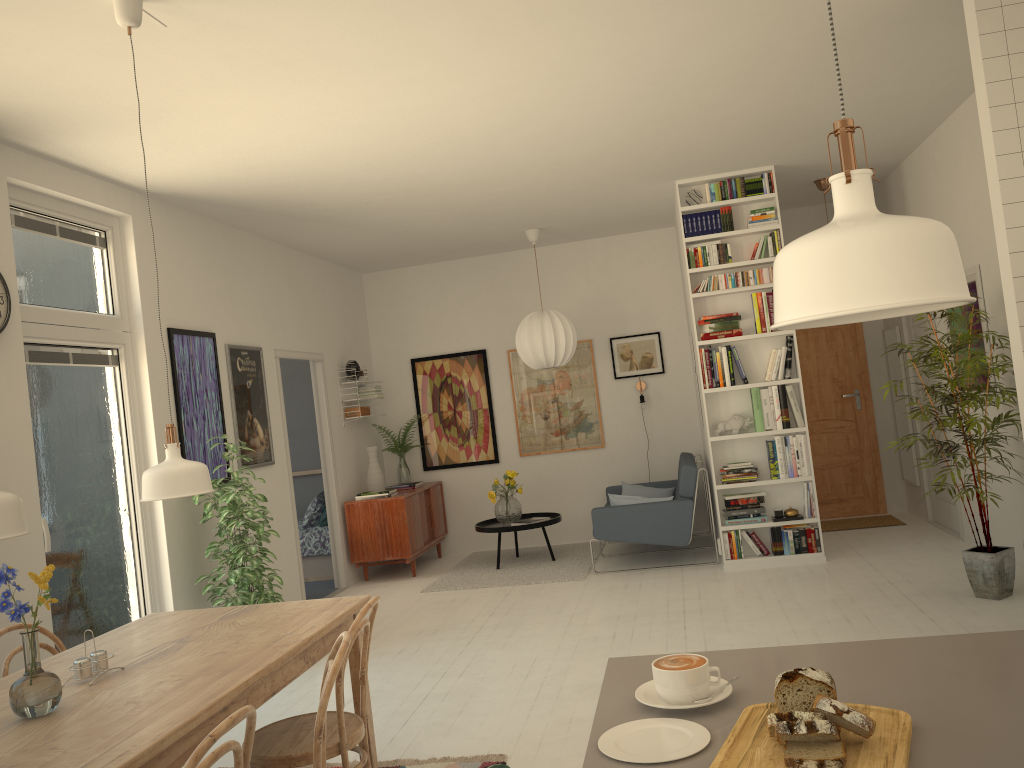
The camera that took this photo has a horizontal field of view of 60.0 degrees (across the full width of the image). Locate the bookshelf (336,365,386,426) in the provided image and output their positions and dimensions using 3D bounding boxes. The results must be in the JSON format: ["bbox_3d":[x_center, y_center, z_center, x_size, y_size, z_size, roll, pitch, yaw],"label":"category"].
[{"bbox_3d":[-1.403,0.095,8.339,0.184,0.565,0.695,-7,-2,10],"label":"bookshelf"}]

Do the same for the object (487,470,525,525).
[{"bbox_3d":[-0.055,0.999,7.814,0.361,0.471,0.291,-5,-2,-41],"label":"object"}]

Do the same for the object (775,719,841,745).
[{"bbox_3d":[0.392,0.462,1.176,0.083,0.055,0.073,-7,-2,17],"label":"object"}]

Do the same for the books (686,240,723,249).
[{"bbox_3d":[1.450,-1.035,6.662,0.255,0.022,0.189,-7,-1,20],"label":"books"}]

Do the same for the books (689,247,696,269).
[{"bbox_3d":[1.354,-0.932,6.667,0.034,0.162,0.197,-7,-2,10],"label":"books"}]

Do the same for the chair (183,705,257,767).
[{"bbox_3d":[-0.748,1.107,1.849,0.483,0.811,0.385,-7,-2,13],"label":"chair"}]

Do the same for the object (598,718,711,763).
[{"bbox_3d":[0.211,0.531,1.321,0.167,0.005,0.167,-7,-1,6],"label":"object"}]

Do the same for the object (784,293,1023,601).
[{"bbox_3d":[2.460,0.374,5.562,0.778,1.712,2.087,-7,-2,-9],"label":"object"}]

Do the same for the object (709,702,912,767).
[{"bbox_3d":[0.413,0.497,1.212,0.237,0.019,0.306,-8,-2,27],"label":"object"}]

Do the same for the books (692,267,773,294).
[{"bbox_3d":[1.677,-0.762,6.620,0.664,0.110,0.278,-7,-1,10],"label":"books"}]

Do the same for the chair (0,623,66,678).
[{"bbox_3d":[-1.498,1.227,3.074,0.483,0.811,0.385,-7,-2,13],"label":"chair"}]

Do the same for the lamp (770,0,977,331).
[{"bbox_3d":[0.340,-0.820,1.089,0.229,1.491,0.229,-7,-2,11],"label":"lamp"}]

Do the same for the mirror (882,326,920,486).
[{"bbox_3d":[3.416,0.185,7.795,0.029,1.371,0.500,-7,-2,10],"label":"mirror"}]

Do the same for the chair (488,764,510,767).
[{"bbox_3d":[0.160,1.032,1.412,0.446,0.752,0.485,-7,-2,10],"label":"chair"}]

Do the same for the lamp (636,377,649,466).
[{"bbox_3d":[1.169,0.654,8.447,0.360,1.416,0.112,-7,-2,10],"label":"lamp"}]

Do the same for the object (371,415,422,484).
[{"bbox_3d":[-1.068,0.659,8.712,0.476,0.686,0.398,-7,-2,12],"label":"object"}]

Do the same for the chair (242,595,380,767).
[{"bbox_3d":[-0.625,1.116,2.855,0.483,0.811,0.385,-7,-2,8],"label":"chair"}]

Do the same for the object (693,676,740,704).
[{"bbox_3d":[0.340,0.503,1.451,0.132,0.011,0.027,-6,-2,-41],"label":"object"}]

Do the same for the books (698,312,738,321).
[{"bbox_3d":[1.539,-0.498,6.646,0.266,0.026,0.203,-7,-1,0],"label":"books"}]

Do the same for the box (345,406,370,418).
[{"bbox_3d":[-1.420,0.258,8.159,0.152,0.084,0.266,-7,-1,10],"label":"box"}]

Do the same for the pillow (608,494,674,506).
[{"bbox_3d":[1.008,0.998,6.928,0.533,0.353,0.141,-7,-2,10],"label":"pillow"}]

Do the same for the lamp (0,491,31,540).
[{"bbox_3d":[-1.347,-0.425,2.092,0.230,1.596,0.229,-6,-2,-34],"label":"lamp"}]

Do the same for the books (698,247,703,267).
[{"bbox_3d":[1.411,-0.937,6.654,0.023,0.152,0.199,-7,-2,10],"label":"books"}]

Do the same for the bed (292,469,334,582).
[{"bbox_3d":[-2.296,1.390,8.646,1.655,0.974,0.933,-7,-2,10],"label":"bed"}]

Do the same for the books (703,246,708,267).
[{"bbox_3d":[1.451,-0.943,6.663,0.024,0.155,0.188,-7,-2,10],"label":"books"}]

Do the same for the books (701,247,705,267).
[{"bbox_3d":[1.432,-0.938,6.665,0.013,0.149,0.208,-7,-2,10],"label":"books"}]

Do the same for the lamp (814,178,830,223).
[{"bbox_3d":[2.556,-1.272,7.159,0.275,0.768,0.275,-7,-2,5],"label":"lamp"}]

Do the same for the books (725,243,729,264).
[{"bbox_3d":[1.602,-0.963,6.624,0.016,0.158,0.146,-7,-2,10],"label":"books"}]

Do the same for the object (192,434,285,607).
[{"bbox_3d":[-1.626,1.005,5.284,0.514,1.424,0.568,-6,-2,-37],"label":"object"}]

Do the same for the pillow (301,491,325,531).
[{"bbox_3d":[-1.841,1.183,8.388,0.237,0.338,0.437,-7,-2,8],"label":"pillow"}]

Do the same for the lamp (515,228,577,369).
[{"bbox_3d":[0.253,-0.748,7.762,0.535,1.229,0.536,-9,-2,44],"label":"lamp"}]

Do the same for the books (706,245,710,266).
[{"bbox_3d":[1.466,-0.944,6.644,0.012,0.155,0.208,-7,-2,10],"label":"books"}]

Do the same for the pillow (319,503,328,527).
[{"bbox_3d":[-1.649,1.176,8.568,0.237,0.385,0.767,-7,-1,8],"label":"pillow"}]

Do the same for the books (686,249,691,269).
[{"bbox_3d":[1.331,-0.927,6.695,0.019,0.156,0.205,-7,-2,10],"label":"books"}]

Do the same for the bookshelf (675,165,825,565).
[{"bbox_3d":[1.756,-0.114,6.603,0.710,2.901,0.249,-7,-2,10],"label":"bookshelf"}]

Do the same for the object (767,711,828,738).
[{"bbox_3d":[0.389,0.462,1.204,0.083,0.057,0.072,-7,-2,16],"label":"object"}]

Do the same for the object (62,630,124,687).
[{"bbox_3d":[-1.202,0.771,2.532,0.095,0.138,0.155,-7,-2,10],"label":"object"}]

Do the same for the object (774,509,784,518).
[{"bbox_3d":[1.958,0.952,6.510,0.058,0.055,0.058,-7,-2,10],"label":"object"}]

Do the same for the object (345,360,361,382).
[{"bbox_3d":[-1.453,-0.120,8.101,0.139,0.200,0.139,-6,-2,-36],"label":"object"}]

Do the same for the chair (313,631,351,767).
[{"bbox_3d":[-0.624,1.104,2.344,0.483,0.811,0.385,-7,-2,-7],"label":"chair"}]

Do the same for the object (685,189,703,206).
[{"bbox_3d":[1.359,-1.388,6.624,0.131,0.131,0.131,-7,-2,6],"label":"object"}]

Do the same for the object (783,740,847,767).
[{"bbox_3d":[0.391,0.481,1.145,0.077,0.017,0.068,-7,-1,18],"label":"object"}]

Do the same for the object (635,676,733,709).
[{"bbox_3d":[0.286,0.518,1.474,0.160,0.020,0.160,-6,-2,-24],"label":"object"}]

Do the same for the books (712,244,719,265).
[{"bbox_3d":[1.519,-0.950,6.644,0.035,0.158,0.199,-7,-2,10],"label":"books"}]

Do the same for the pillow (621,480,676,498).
[{"bbox_3d":[1.242,1.011,8.183,0.539,0.277,0.157,-7,-2,12],"label":"pillow"}]

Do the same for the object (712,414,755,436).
[{"bbox_3d":[1.640,0.297,6.575,0.311,0.150,0.137,-7,-2,18],"label":"object"}]

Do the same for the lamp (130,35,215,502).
[{"bbox_3d":[-1.193,-0.423,2.938,0.230,1.596,0.229,-5,-3,-45],"label":"lamp"}]

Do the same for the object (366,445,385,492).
[{"bbox_3d":[-1.254,0.789,8.094,0.158,0.445,0.160,-5,-2,-40],"label":"object"}]

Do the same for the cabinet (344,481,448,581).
[{"bbox_3d":[-1.034,1.356,8.247,0.546,0.727,1.262,-7,-2,10],"label":"cabinet"}]

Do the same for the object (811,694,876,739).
[{"bbox_3d":[0.445,0.450,1.191,0.079,0.067,0.074,-7,-2,13],"label":"object"}]

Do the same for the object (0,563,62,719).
[{"bbox_3d":[-1.216,0.639,2.236,0.145,0.389,0.206,-6,-2,-28],"label":"object"}]

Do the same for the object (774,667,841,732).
[{"bbox_3d":[0.423,0.445,1.280,0.086,0.087,0.090,-7,-2,18],"label":"object"}]

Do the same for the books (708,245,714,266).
[{"bbox_3d":[1.489,-0.949,6.657,0.028,0.159,0.222,-7,-2,10],"label":"books"}]

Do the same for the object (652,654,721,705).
[{"bbox_3d":[0.285,0.490,1.476,0.098,0.064,0.094,-6,-2,-32],"label":"object"}]

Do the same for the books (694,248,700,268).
[{"bbox_3d":[1.385,-0.931,6.664,0.030,0.149,0.202,-7,-2,10],"label":"books"}]
